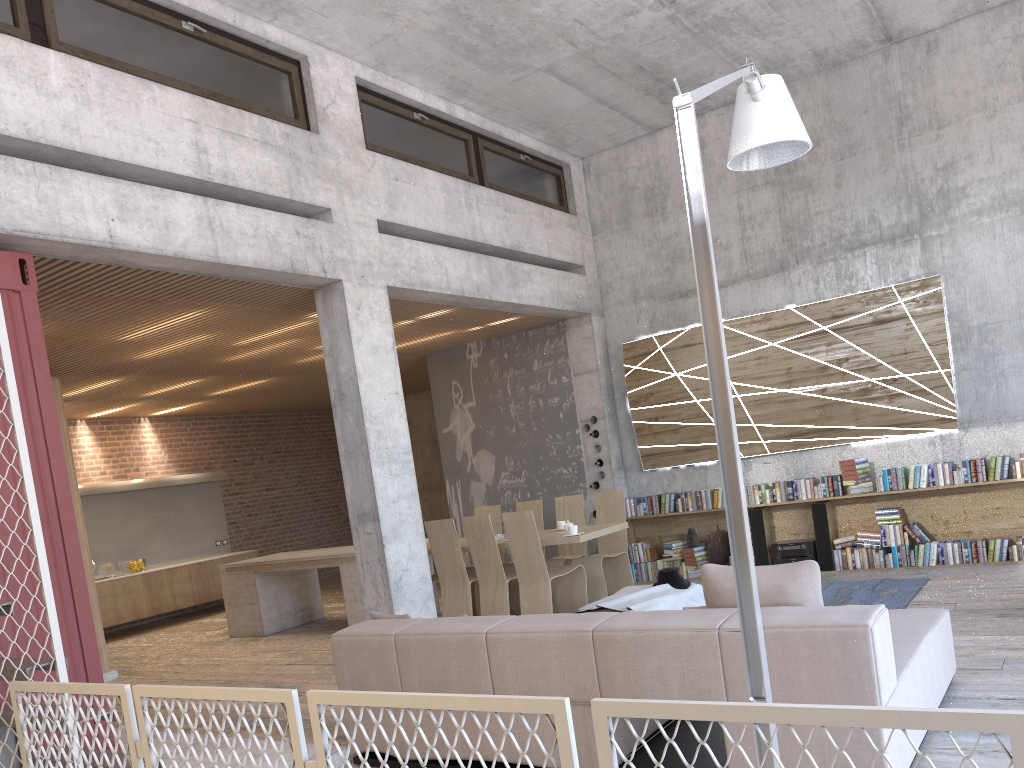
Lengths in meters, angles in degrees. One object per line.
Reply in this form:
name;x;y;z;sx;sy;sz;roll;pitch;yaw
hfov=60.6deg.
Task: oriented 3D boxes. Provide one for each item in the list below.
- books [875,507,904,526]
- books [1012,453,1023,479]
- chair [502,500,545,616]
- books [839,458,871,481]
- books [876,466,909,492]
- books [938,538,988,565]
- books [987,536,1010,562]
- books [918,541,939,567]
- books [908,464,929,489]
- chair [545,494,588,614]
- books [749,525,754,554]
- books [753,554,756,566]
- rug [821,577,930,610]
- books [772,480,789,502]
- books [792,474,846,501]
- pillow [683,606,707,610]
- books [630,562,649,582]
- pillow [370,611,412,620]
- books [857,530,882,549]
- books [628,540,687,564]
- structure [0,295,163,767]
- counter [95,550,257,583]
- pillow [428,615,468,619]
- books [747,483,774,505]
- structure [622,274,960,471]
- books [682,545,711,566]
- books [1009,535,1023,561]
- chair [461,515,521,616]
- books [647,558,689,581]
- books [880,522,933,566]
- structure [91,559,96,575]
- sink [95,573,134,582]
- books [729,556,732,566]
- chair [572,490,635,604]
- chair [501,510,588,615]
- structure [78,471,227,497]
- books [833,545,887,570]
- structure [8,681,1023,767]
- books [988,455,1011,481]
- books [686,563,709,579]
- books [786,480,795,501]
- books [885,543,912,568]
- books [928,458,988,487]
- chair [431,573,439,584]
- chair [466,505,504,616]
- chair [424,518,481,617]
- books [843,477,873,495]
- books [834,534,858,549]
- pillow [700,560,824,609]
books;3.854;1.351;8.945;0.241;0.161;0.187;-10;-3;34
books;4.840;0.755;8.205;0.281;0.221;0.207;-10;-1;32
chair;0.082;1.919;9.674;0.352;1.198;0.713;-7;2;33
books;3.527;0.876;9.021;0.243;0.211;0.191;-7;-1;-35
books;3.841;0.961;8.865;0.281;0.221;0.207;-10;-1;32
books;4.429;1.647;8.606;0.422;0.221;0.202;-11;-2;34
books;4.683;1.592;8.442;0.201;0.229;0.187;-9;-1;34
books;4.159;1.696;8.756;0.201;0.229;0.187;-9;-1;34
books;4.045;0.917;8.714;0.201;0.229;0.187;-9;-1;34
chair;0.543;1.830;9.457;0.352;1.198;0.713;-7;1;29
books;2.612;1.756;9.828;0.254;0.324;0.216;-8;0;36
books;2.651;2.016;9.809;0.201;0.229;0.187;-9;-1;34
rug;2.592;1.901;7.259;1.175;0.049;2.893;-12;-6;33
books;2.940;1.167;9.527;0.157;0.221;0.202;-8;-1;34
books;3.249;1.096;9.284;0.495;0.221;0.212;-11;-2;34
pillow;1.048;1.234;4.314;0.377;0.374;0.168;-9;2;7
books;1.534;2.256;10.563;0.276;0.221;0.202;-10;-1;34
pillow;-0.673;1.540;5.311;0.366;0.367;0.185;-9;0;39
books;3.679;1.600;9.012;0.246;0.193;0.152;-10;-1;34
books;1.746;1.988;10.414;0.724;0.262;0.297;-12;-4;38
structure;-2.058;0.015;2.419;3.720;4.328;3.002;-9;0;34
counter;-5.601;2.805;12.991;0.660;0.020;4.043;-12;-6;33
pillow;-0.332;1.507;5.109;0.374;0.360;0.184;-9;1;33
books;2.735;1.206;9.610;0.279;0.221;0.168;-10;-1;35
structure;2.810;-0.012;9.427;3.449;1.539;0.354;-11;1;34
books;2.122;1.977;10.099;0.243;0.211;0.191;-7;-1;-35
books;4.868;1.553;8.305;0.281;0.221;0.207;-10;-1;32
chair;-0.043;1.832;8.576;0.352;1.198;0.713;-6;2;39
books;1.865;2.180;10.371;0.499;0.238;0.239;-11;-2;34
books;4.006;1.623;8.871;0.456;0.450;0.212;-9;1;34
structure;-6.039;2.754;12.668;0.250;0.477;0.113;-7;3;34
sink;-5.858;2.876;12.533;0.528;0.192;0.723;-11;-6;33
books;2.532;2.044;9.909;0.075;0.221;0.202;-7;0;33
chair;0.933;1.742;9.133;0.352;1.198;0.713;-7;2;33
chair;0.340;1.743;8.240;0.352;1.198;0.713;-6;2;37
structure;-5.974;1.543;13.045;0.210;0.157;4.043;-10;-5;33
books;3.640;1.804;9.159;0.499;0.238;0.239;-11;-2;34
structure;-0.716;1.317;1.643;4.476;0.936;1.909;-12;-5;34
books;4.642;0.797;8.351;0.201;0.229;0.187;-9;-1;34
books;2.143;2.154;10.119;0.260;0.151;0.249;-8;-3;-11
books;3.022;1.148;9.462;0.055;0.221;0.187;-7;1;33
books;3.935;1.745;8.921;0.229;0.221;0.212;-9;-1;34
books;4.342;0.861;8.539;0.495;0.221;0.212;-11;-2;34
chair;-0.863;2.009;9.163;0.352;1.198;0.713;-6;2;39
chair;-0.368;2.007;9.908;0.352;1.198;0.714;-7;1;27
chair;-0.450;1.920;8.873;0.352;1.198;0.713;-7;1;30
books;3.566;1.052;9.030;0.283;0.150;0.222;-8;-3;-9
books;3.517;1.652;9.196;0.237;0.140;0.189;-11;-3;35
pillow;1.189;1.087;4.077;0.569;0.559;0.218;-9;1;36
